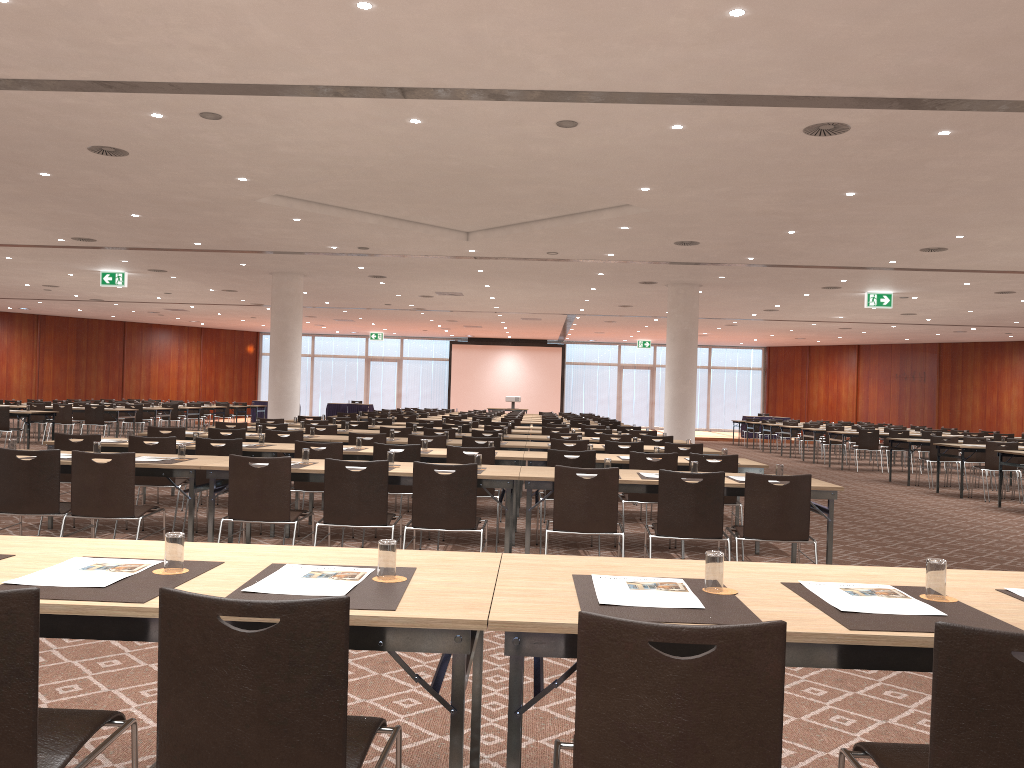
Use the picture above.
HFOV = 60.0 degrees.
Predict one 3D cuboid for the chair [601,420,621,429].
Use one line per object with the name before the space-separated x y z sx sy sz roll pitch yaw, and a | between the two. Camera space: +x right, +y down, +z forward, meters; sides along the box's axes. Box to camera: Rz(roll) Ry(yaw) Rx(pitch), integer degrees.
chair | 2.167 1.279 19.610 0.535 0.939 0.614 2 0 4

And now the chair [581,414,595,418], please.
chair | 2.345 1.403 27.566 0.535 0.939 0.614 2 0 1

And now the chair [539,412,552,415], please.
chair | 1.099 1.394 29.566 0.535 0.939 0.614 2 0 0

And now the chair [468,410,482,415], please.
chair | -1.149 1.297 27.704 0.535 0.939 0.614 2 0 4

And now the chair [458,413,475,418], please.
chair | -1.214 1.235 23.662 0.535 0.939 0.614 2 0 3

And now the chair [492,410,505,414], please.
chair | -0.464 1.347 29.609 0.535 0.939 0.614 2 0 1

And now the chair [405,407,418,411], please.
chair | -3.364 1.259 29.723 0.535 0.939 0.614 2 0 4

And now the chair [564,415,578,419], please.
chair | 1.692 1.353 25.583 0.535 0.939 0.614 2 0 -1

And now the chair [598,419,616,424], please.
chair | 2.281 1.311 21.531 0.535 0.939 0.614 2 0 3

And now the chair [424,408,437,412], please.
chair | -2.718 1.279 29.748 0.535 0.939 0.614 2 0 3

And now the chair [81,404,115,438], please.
chair | -9.293 0.928 19.882 0.535 0.939 0.614 2 0 0

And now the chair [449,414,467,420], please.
chair | -1.311 1.201 21.629 0.535 0.939 0.614 2 0 2

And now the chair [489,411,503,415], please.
chair | -0.503 1.316 27.644 0.535 0.939 0.614 2 0 4

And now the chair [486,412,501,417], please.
chair | -0.546 1.285 25.645 0.535 0.939 0.614 2 0 0

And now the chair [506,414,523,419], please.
chair | 0.058 1.273 23.593 0.535 0.939 0.614 2 0 1

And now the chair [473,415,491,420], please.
chair | -0.735 1.220 21.648 0.535 0.939 0.614 2 0 1

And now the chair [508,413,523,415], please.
chair | 0.088 1.305 25.669 0.535 0.939 0.614 2 0 -1

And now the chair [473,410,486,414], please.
chair | -1.079 1.328 29.661 0.535 0.939 0.614 2 0 2

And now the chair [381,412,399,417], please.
chair | -2.970 1.151 21.675 0.535 0.939 0.614 2 0 4

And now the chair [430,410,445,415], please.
chair | -2.155 1.236 25.689 0.535 0.939 0.614 2 0 4

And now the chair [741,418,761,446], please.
chair | 7.927 1.602 29.333 0.535 0.939 0.614 2 0 4

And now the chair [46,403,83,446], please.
chair | -9.973 0.906 19.819 0.535 0.939 0.614 2 0 1

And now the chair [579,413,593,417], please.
chair | 2.452 1.436 29.529 0.535 0.939 0.614 2 0 4

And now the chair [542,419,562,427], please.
chair | 0.862 1.238 19.604 0.535 0.939 0.614 2 0 0

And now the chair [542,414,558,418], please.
chair | 1.079 1.334 25.565 0.535 0.939 0.614 2 0 1

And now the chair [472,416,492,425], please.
chair | -0.671 1.192 19.688 0.535 0.939 0.614 2 0 1

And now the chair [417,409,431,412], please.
chair | -2.739 1.247 27.671 0.535 0.939 0.614 2 0 1

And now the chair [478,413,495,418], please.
chair | -0.686 1.252 23.690 0.535 0.939 0.614 2 0 2

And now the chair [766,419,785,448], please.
chair | 8.697 1.627 29.393 0.535 0.939 0.614 2 0 -1

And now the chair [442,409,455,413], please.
chair | -2.142 1.296 29.655 0.535 0.939 0.614 2 0 -1

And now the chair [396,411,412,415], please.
chair | -2.872 1.184 23.708 0.535 0.939 0.614 2 0 5

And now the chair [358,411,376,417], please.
chair | -3.534 1.134 21.725 0.535 0.939 0.614 2 0 2

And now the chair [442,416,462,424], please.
chair | -1.332 1.171 19.664 0.535 0.939 0.614 2 0 2

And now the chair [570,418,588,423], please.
chair | 1.615 1.291 21.584 0.535 0.939 0.614 2 0 1

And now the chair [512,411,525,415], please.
chair | 0.211 1.368 29.668 0.535 0.939 0.614 2 0 4

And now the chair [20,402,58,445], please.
chair | -10.642 0.888 19.978 0.535 0.939 0.614 2 0 4

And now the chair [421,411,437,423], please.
chair | -2.212 1.204 23.655 0.535 0.939 0.614 2 0 -1

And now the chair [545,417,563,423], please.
chair | 1.007 1.272 21.566 0.535 0.939 0.614 2 0 0

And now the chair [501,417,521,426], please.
chair | -0.029 1.211 19.594 0.535 0.939 0.614 2 0 3

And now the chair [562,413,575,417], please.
chair | 1.754 1.385 27.548 0.535 0.939 0.614 2 0 2

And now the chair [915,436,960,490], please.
chair | 7.612 1.391 15.844 0.535 0.939 0.614 2 0 2

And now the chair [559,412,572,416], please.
chair | 1.754 1.416 29.625 0.535 0.939 0.614 2 0 0

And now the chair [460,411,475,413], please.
chair | -1.281 1.262 25.630 0.535 0.939 0.614 2 0 3

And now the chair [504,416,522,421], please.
chair | 0.012 1.243 21.670 0.535 0.939 0.614 2 0 -1

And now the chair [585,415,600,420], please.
chair | 2.294 1.371 25.532 0.535 0.939 0.614 2 0 3

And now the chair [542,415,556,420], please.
chair | 1.003 1.303 23.644 0.535 0.939 0.614 2 0 3

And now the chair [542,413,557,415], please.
chair | 1.157 1.368 27.641 0.535 0.939 0.614 2 0 3

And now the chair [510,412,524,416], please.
chair | 0.145 1.335 27.592 0.535 0.939 0.614 2 0 4

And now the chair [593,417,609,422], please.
chair | 2.334 1.343 23.565 0.535 0.939 0.614 2 0 1

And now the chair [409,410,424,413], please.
chair | -2.775 1.218 25.748 0.535 0.939 0.614 2 0 1

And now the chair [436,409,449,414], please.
chair | -2.158 1.266 27.690 0.535 0.939 0.614 2 0 4

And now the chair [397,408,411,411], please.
chair | -3.383 1.229 27.765 0.535 0.939 0.614 2 0 -1

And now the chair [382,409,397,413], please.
chair | -3.545 1.193 25.692 0.535 0.939 0.614 2 0 3

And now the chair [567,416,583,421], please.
chair | 1.666 1.322 23.549 0.535 0.939 0.614 2 0 4

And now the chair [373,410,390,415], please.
chair | -3.489 1.166 23.767 0.535 0.939 0.614 2 0 -1
